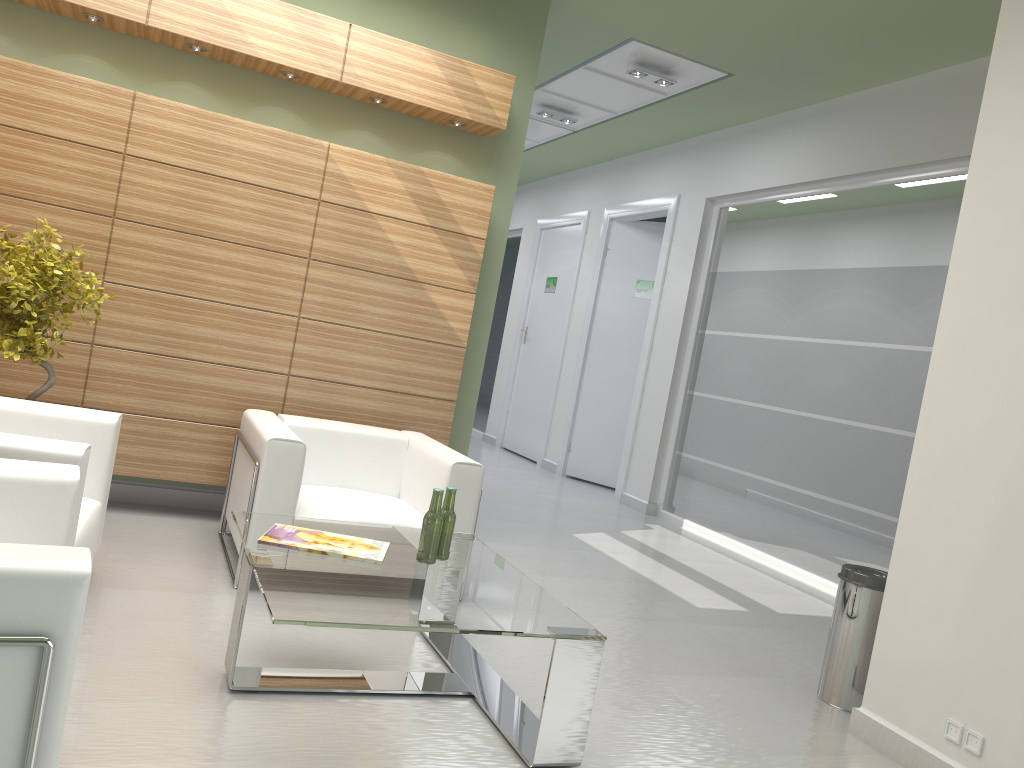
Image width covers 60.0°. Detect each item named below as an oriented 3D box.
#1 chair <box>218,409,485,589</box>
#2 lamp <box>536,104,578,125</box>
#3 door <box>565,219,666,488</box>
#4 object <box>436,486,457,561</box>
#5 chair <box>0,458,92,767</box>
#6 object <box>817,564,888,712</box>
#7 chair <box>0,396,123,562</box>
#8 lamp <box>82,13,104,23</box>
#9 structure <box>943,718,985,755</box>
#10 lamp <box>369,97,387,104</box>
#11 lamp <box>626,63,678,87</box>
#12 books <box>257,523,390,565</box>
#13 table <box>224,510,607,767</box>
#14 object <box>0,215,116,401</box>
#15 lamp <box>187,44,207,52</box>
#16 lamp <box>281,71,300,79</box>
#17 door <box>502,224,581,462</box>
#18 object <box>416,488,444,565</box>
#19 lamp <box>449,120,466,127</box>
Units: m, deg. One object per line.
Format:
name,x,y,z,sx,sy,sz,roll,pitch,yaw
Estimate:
chair,-1.474,1.049,7.907,1.894,1.234,1.802,10,2,-23
lamp,0.768,-4.558,14.979,0.657,0.159,0.286,10,2,-23
door,2.350,-0.542,16.771,2.089,5.083,0.134,12,2,37
object,-0.436,0.910,5.802,0.131,0.475,0.131,12,2,32
chair,-2.656,0.975,3.322,1.802,1.234,1.894,10,2,-28
object,2.669,1.945,6.806,0.482,1.027,0.483,12,2,38
chair,-3.520,0.748,5.468,1.769,1.234,1.894,10,2,-18
lamp,-3.838,-3.383,8.135,0.181,0.074,0.181,9,2,-29
structure,2.757,2.151,5.415,0.017,0.118,0.262,10,2,-23
lamp,-1.384,-2.963,9.189,0.181,0.074,0.181,11,2,28
lamp,1.922,-4.256,12.170,0.657,0.159,0.286,10,2,-23
books,-1.174,1.008,5.619,0.762,0.025,0.508,10,2,-3
table,-0.777,1.478,5.450,1.783,0.742,2.197,10,2,-23
object,-3.977,-0.069,6.968,1.116,2.565,1.201,12,2,35
lamp,-3.012,-3.241,8.490,0.181,0.074,0.181,11,2,28
lamp,-2.204,-3.103,8.837,0.181,0.074,0.181,9,2,-29
door,0.606,-0.949,19.493,0.250,5.083,2.089,10,2,-23
object,-0.508,0.902,5.640,0.131,0.475,0.131,12,2,32
lamp,-0.580,-2.825,9.534,0.181,0.074,0.181,9,2,-29
